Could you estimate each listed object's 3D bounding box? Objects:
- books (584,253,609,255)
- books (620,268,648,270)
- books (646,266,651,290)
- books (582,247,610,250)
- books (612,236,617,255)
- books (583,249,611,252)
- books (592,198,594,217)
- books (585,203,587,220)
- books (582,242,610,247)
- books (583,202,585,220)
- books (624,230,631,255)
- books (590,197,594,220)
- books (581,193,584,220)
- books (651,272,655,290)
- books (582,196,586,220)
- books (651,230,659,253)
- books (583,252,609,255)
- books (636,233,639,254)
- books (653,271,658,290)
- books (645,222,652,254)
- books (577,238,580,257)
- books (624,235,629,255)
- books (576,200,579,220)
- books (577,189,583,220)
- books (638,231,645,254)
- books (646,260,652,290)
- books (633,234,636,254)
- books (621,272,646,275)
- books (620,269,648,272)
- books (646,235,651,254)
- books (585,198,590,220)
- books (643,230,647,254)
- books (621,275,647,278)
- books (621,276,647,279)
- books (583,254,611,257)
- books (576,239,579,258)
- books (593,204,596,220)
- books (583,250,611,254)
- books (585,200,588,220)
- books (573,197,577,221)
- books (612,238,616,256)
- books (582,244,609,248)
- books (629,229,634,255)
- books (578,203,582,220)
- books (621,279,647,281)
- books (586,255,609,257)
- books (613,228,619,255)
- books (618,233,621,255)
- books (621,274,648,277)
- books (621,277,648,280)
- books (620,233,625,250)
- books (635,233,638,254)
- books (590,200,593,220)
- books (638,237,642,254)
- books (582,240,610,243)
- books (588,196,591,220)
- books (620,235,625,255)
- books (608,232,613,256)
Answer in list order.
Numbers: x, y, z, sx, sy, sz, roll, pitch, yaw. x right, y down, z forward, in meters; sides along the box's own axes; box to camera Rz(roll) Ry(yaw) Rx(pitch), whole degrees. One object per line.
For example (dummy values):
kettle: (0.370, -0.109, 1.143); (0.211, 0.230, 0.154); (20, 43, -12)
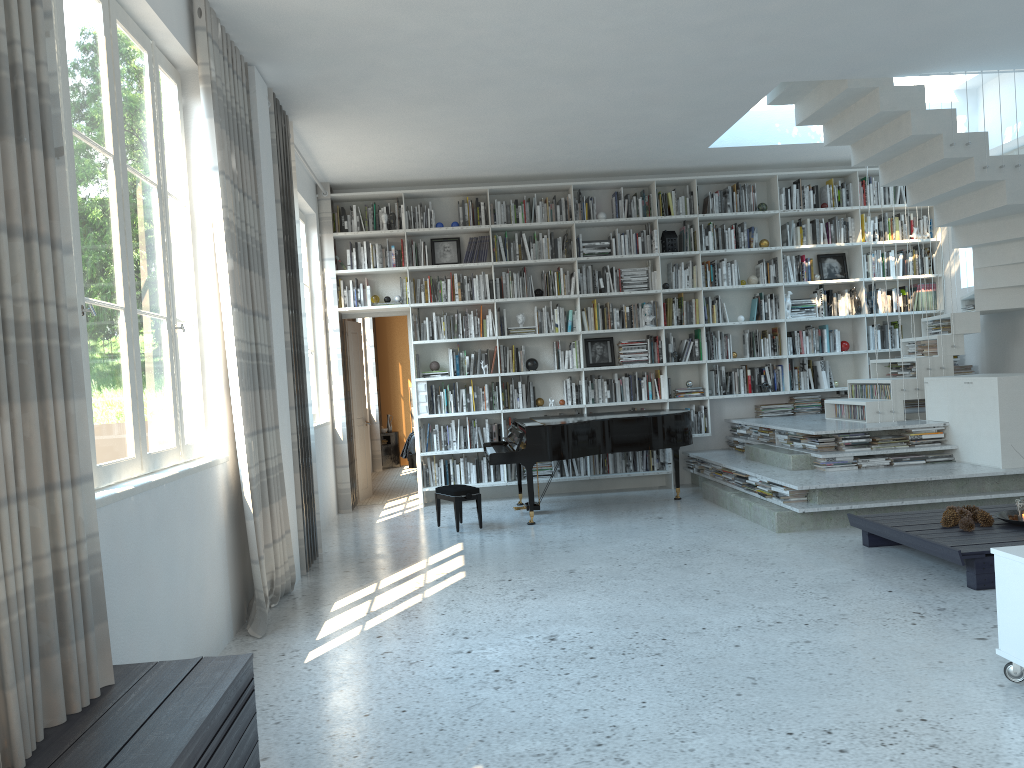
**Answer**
books: (0.855, -1.317, 9.058); (0.254, 0.012, 0.161); (-4, 0, 1)
books: (1.236, -1.171, 9.093); (0.285, 0.012, 0.159); (-4, 0, -2)
books: (1.400, -1.069, 9.092); (0.012, 0.254, 0.161); (-4, 1, -4)
books: (0.853, -1.371, 9.056); (0.285, 0.024, 0.159); (-4, 0, 1)
books: (1.047, -1.399, 9.093); (0.024, 0.223, 0.128); (-4, 1, -4)
books: (0.852, -1.353, 9.063); (0.285, 0.012, 0.159); (-4, 0, -6)
books: (0.818, -1.766, 9.064); (0.013, 0.249, 0.148); (-4, 1, -4)
books: (0.750, -1.734, 9.046); (0.023, 0.195, 0.172); (-4, 1, -4)
books: (0.849, -1.420, 9.062); (0.285, 0.024, 0.159); (-4, 0, -2)
books: (0.721, -1.737, 9.059); (0.011, 0.205, 0.145); (-4, 1, -4)
books: (1.182, -1.433, 9.097); (0.029, 0.273, 0.140); (-4, 1, -4)
books: (0.810, -1.768, 9.044); (0.005, 0.255, 0.168); (-4, 1, -4)
books: (0.708, -1.782, 9.045); (0.010, 0.296, 0.153); (-4, 1, -4)
books: (1.434, -1.043, 9.108); (0.029, 0.198, 0.172); (-4, 1, -4)
books: (0.732, -1.767, 9.032); (0.011, 0.265, 0.163); (-4, 1, -4)
books: (1.440, -1.430, 9.033); (0.037, 0.237, 0.272); (-4, 1, -4)
books: (0.854, -1.329, 9.061); (0.254, 0.012, 0.161); (-4, 0, -7)
books: (1.272, -1.417, 9.080); (0.012, 0.230, 0.158); (-4, 1, -4)
books: (1.463, -1.049, 9.116); (0.030, 0.205, 0.158); (-4, 1, -4)
books: (1.398, -1.477, 9.094); (0.012, 0.334, 0.155); (-4, 1, -4)
books: (0.674, -1.373, 9.048); (0.013, 0.218, 0.141); (-4, 1, -4)
books: (1.156, -1.404, 9.076); (0.028, 0.219, 0.183); (-4, 1, -4)
books: (0.654, -1.744, 9.046); (0.023, 0.228, 0.157); (-4, 1, -4)
books: (0.694, -1.803, 9.049); (0.014, 0.341, 0.145); (-4, 1, -4)
books: (1.322, -1.429, 9.079); (0.032, 0.248, 0.173); (-4, 1, -4)
books: (1.409, -1.102, 9.108); (0.012, 0.319, 0.139); (-4, 1, -4)
books: (1.234, -1.410, 9.072); (0.023, 0.223, 0.190); (-4, 1, -4)
books: (1.239, -1.120, 9.088); (0.254, 0.012, 0.161); (-4, 0, 1)
books: (1.237, -1.159, 9.087); (0.285, 0.012, 0.159); (-4, 0, -9)
books: (1.382, -1.410, 9.085); (0.029, 0.202, 0.191); (-4, 1, -4)
books: (0.772, -1.762, 9.054); (0.014, 0.248, 0.139); (-4, 1, -4)
books: (1.351, -1.437, 9.096); (0.029, 0.261, 0.133); (-4, 1, -4)
books: (1.240, -1.096, 9.095); (0.254, 0.012, 0.161); (-4, 0, -2)
books: (1.241, -1.084, 9.093); (0.254, 0.012, 0.161); (-4, 0, -7)
books: (0.855, -1.305, 9.062); (0.285, 0.012, 0.159); (-4, 0, -1)
books: (0.655, -1.363, 9.033); (0.027, 0.201, 0.167); (-4, 1, -4)
books: (0.832, -1.735, 9.056); (0.010, 0.187, 0.152); (-4, 1, -4)
books: (0.853, -1.342, 9.061); (0.285, 0.012, 0.159); (-4, 0, -7)
books: (0.762, -1.754, 9.067); (0.006, 0.233, 0.136); (-4, 1, -4)
books: (0.630, -1.755, 9.026); (0.026, 0.253, 0.185); (-4, 1, -4)
books: (1.026, -1.379, 9.062); (0.025, 0.187, 0.193); (-4, 1, -4)
books: (0.851, -1.396, 9.058); (0.254, 0.025, 0.161); (-4, 0, -8)
books: (1.209, -1.432, 9.078); (0.023, 0.269, 0.184); (-4, 1, -4)
books: (0.680, -1.729, 9.036); (0.026, 0.194, 0.166); (-4, 1, -4)
books: (1.243, -1.060, 9.098); (0.254, 0.012, 0.161); (-4, 0, -3)
books: (0.856, -1.293, 9.060); (0.254, 0.012, 0.161); (-4, 0, 0)
books: (1.065, -1.430, 9.053); (0.011, 0.284, 0.190); (-4, 1, -4)
books: (1.082, -1.408, 9.070); (0.021, 0.237, 0.171); (-4, 1, -4)
books: (1.240, -1.108, 9.097); (0.285, 0.012, 0.159); (-4, 0, -5)
books: (1.242, -1.072, 9.093); (0.285, 0.012, 0.159); (-4, 0, -1)
books: (1.135, -1.415, 9.084); (0.012, 0.244, 0.131); (-4, 1, -4)
books: (1.261, -1.416, 9.086); (0.010, 0.230, 0.152); (-4, 1, -4)
books: (0.801, -1.749, 9.046); (0.016, 0.219, 0.144); (-4, 1, -4)
books: (1.294, -1.397, 9.078); (0.029, 0.188, 0.176); (-4, 1, -4)
books: (0.847, -1.445, 9.066); (0.285, 0.024, 0.159); (-4, 0, -4)
books: (0.785, -1.771, 9.049); (0.013, 0.264, 0.147); (-4, 1, -4)
books: (1.117, -1.400, 9.070); (0.027, 0.216, 0.190); (-4, 1, -4)
books: (1.005, -1.411, 9.065); (0.012, 0.254, 0.161); (-4, 1, -4)
